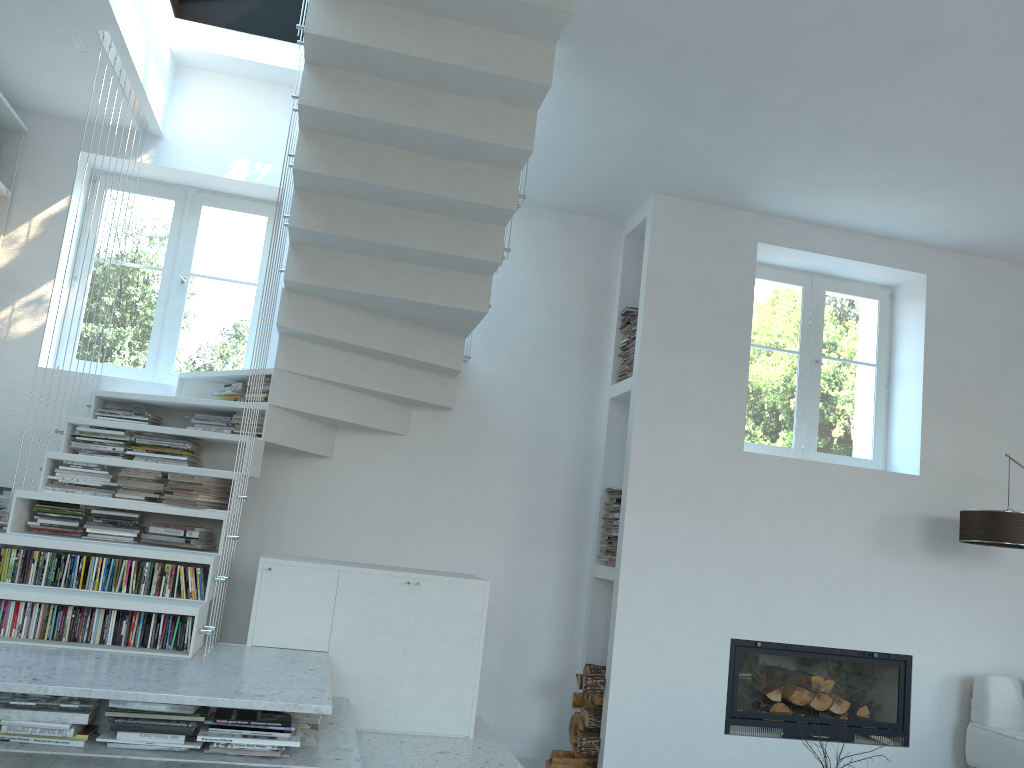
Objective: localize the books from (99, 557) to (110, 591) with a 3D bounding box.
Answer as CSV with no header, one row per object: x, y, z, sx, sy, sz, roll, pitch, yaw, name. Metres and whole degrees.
-1.587,0.741,3.465,0.008,0.125,0.125,8,-10,-11,books

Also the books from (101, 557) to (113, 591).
-1.579,0.742,3.467,0.007,0.125,0.125,8,-10,-11,books

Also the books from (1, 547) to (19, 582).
-1.924,0.691,3.398,0.010,0.125,0.125,8,-10,-11,books

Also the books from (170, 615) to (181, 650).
-1.265,0.935,3.356,0.016,0.125,0.125,8,-10,-11,books

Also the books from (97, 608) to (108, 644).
-1.518,0.897,3.305,0.007,0.125,0.125,8,-10,-11,books

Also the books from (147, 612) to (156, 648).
-1.348,0.923,3.340,0.007,0.125,0.125,8,-10,-11,books

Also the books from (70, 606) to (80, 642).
-1.607,0.884,3.288,0.008,0.125,0.125,8,-10,-11,books

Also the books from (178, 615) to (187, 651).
-1.243,0.938,3.361,0.009,0.125,0.125,8,-10,-11,books

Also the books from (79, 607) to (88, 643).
-1.578,0.889,3.293,0.007,0.125,0.125,8,-10,-11,books

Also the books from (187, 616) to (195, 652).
-1.216,0.942,3.366,0.018,0.125,0.125,8,-10,-11,books

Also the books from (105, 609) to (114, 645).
-1.494,0.901,3.310,0.011,0.125,0.125,8,-10,-11,books

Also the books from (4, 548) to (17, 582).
-1.915,0.692,3.399,0.012,0.125,0.125,8,-10,-11,books

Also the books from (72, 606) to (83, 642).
-1.600,0.885,3.289,0.008,0.125,0.125,8,-10,-11,books

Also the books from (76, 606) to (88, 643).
-1.586,0.887,3.292,0.008,0.125,0.125,8,-10,-11,books

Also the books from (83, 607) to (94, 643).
-1.563,0.891,3.296,0.008,0.125,0.125,8,-10,-11,books

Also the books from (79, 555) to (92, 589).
-1.656,0.730,3.451,0.010,0.125,0.125,8,-10,-11,books

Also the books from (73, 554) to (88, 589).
-1.678,0.727,3.447,0.010,0.125,0.125,8,-10,-11,books

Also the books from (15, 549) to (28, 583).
-1.874,0.698,3.408,0.008,0.125,0.125,8,-10,-11,books

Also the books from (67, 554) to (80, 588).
-1.696,0.724,3.443,0.009,0.125,0.125,8,-10,-11,books

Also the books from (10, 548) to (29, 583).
-1.889,0.696,3.405,0.007,0.125,0.125,8,-10,-11,books

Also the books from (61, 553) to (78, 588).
-1.715,0.722,3.440,0.012,0.125,0.125,8,-10,-11,books

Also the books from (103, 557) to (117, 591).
-1.572,0.743,3.468,0.008,0.125,0.125,8,-10,-11,books

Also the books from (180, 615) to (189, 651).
-1.235,0.939,3.362,0.007,0.125,0.125,8,-10,-11,books

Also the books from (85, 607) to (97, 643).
-1.555,0.892,3.298,0.010,0.125,0.125,8,-10,-11,books

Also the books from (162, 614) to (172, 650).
-1.296,0.930,3.350,0.009,0.125,0.125,8,-10,-11,books

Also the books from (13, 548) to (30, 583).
-1.882,0.697,3.406,0.007,0.125,0.125,8,-10,-11,books

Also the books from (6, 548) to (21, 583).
-1.904,0.694,3.402,0.008,0.125,0.125,8,-10,-11,books

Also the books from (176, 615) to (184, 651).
-1.251,0.937,3.359,0.013,0.125,0.125,8,-10,-11,books

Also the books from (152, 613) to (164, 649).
-1.327,0.926,3.344,0.014,0.125,0.125,8,-10,-11,books

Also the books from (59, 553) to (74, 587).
-1.725,0.720,3.438,0.008,0.125,0.125,8,-10,-11,books

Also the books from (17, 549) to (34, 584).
-1.867,0.699,3.409,0.008,0.125,0.125,8,-10,-11,books

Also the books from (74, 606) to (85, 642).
-1.593,0.886,3.290,0.008,0.125,0.125,8,-10,-11,books

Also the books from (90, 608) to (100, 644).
-1.540,0.894,3.301,0.008,0.125,0.125,8,-10,-11,books

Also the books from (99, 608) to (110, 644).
-1.511,0.899,3.307,0.008,0.125,0.125,8,-10,-11,books

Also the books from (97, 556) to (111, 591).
-1.594,0.740,3.464,0.008,0.125,0.125,8,-10,-11,books

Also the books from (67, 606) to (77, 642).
-1.615,0.883,3.286,0.008,0.125,0.125,8,-10,-11,books

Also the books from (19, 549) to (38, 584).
-1.857,0.701,3.411,0.010,0.125,0.125,8,-10,-11,books

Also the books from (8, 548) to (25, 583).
-1.896,0.695,3.403,0.007,0.125,0.125,8,-10,-11,books

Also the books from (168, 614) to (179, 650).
-1.276,0.933,3.354,0.009,0.125,0.125,8,-10,-11,books

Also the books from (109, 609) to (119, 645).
-1.478,0.903,3.313,0.008,0.125,0.125,8,-10,-11,books

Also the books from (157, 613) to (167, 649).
-1.316,0.927,3.346,0.010,0.125,0.125,8,-10,-11,books

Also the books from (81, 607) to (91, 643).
-1.571,0.890,3.295,0.008,0.125,0.125,8,-10,-11,books

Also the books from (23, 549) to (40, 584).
-1.847,0.702,3.413,0.010,0.125,0.125,8,-10,-11,books

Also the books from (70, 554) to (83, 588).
-1.687,0.726,3.445,0.007,0.125,0.125,8,-10,-11,books

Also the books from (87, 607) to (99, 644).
-1.549,0.893,3.299,0.010,0.125,0.125,8,-10,-11,books

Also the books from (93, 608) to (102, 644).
-1.532,0.895,3.302,0.008,0.125,0.125,8,-10,-11,books

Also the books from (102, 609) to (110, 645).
-1.501,0.900,3.309,0.011,0.125,0.125,8,-10,-11,books

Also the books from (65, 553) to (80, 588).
-1.704,0.723,3.442,0.010,0.125,0.125,8,-10,-11,books

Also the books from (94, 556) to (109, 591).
-1.601,0.738,3.462,0.008,0.125,0.125,8,-10,-11,books

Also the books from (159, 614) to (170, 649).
-1.305,0.929,3.348,0.013,0.125,0.125,8,-10,-11,books

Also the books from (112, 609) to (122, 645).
-1.470,0.905,3.315,0.010,0.125,0.125,8,-10,-11,books

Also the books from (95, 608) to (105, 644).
-1.525,0.896,3.304,0.008,0.125,0.125,8,-10,-11,books

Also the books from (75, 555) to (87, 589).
-1.667,0.729,3.449,0.014,0.125,0.125,8,-10,-11,books

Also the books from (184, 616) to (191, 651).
-1.225,0.941,3.364,0.012,0.125,0.125,8,-10,-11,books

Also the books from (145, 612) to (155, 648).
-1.357,0.921,3.338,0.009,0.125,0.125,8,-10,-11,books

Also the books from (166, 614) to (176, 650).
-1.286,0.932,3.352,0.011,0.125,0.125,8,-10,-11,books

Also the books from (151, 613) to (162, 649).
-1.338,0.924,3.341,0.010,0.125,0.125,8,-10,-11,books

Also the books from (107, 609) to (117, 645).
-1.485,0.902,3.312,0.008,0.125,0.125,8,-10,-11,books
